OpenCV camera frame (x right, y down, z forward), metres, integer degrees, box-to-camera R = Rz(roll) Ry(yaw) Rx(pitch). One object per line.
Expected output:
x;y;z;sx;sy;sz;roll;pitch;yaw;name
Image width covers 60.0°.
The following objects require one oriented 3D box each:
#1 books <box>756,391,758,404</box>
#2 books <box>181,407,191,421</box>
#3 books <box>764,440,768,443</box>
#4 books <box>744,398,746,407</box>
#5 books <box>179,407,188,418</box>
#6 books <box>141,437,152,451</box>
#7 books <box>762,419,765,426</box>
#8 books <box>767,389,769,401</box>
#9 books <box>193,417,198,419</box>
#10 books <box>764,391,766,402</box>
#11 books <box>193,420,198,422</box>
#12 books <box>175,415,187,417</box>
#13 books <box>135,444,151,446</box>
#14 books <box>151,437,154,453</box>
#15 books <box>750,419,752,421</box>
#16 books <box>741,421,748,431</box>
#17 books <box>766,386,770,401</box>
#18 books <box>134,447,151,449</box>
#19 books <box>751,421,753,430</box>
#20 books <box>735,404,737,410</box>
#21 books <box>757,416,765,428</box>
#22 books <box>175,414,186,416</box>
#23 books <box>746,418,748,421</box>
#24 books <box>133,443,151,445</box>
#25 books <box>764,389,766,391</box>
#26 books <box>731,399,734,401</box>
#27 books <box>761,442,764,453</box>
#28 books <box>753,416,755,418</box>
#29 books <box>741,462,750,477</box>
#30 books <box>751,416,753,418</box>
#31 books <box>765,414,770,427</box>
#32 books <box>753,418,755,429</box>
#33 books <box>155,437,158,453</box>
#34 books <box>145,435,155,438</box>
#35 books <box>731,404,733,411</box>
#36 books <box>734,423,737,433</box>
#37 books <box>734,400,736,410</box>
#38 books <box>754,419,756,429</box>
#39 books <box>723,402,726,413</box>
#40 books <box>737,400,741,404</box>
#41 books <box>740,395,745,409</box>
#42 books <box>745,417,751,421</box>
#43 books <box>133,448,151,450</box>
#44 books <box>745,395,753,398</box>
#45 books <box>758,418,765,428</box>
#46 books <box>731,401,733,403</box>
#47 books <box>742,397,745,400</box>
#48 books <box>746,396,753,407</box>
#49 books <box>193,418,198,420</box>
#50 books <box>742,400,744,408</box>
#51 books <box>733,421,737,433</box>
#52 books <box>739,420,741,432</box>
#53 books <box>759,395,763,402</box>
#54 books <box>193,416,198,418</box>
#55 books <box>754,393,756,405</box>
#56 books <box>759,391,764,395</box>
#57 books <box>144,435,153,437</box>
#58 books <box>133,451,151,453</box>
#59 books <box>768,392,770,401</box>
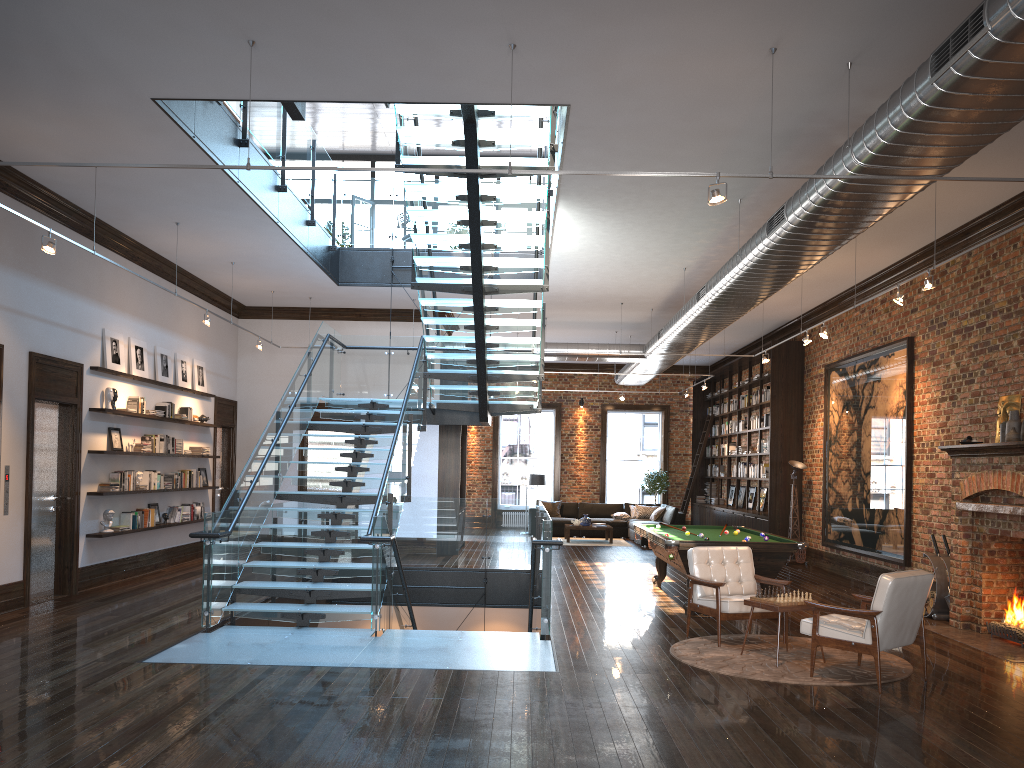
5.186;0.295;18.484;0.183;0.299;0.018;1;-1;1;books
-4.950;0.459;13.459;0.161;0.207;0.012;1;-1;1;books
5.199;1.279;18.060;0.137;0.267;0.034;1;-1;1;books
5.195;0.417;19.440;0.191;0.239;0.008;1;-1;1;books
-4.956;0.456;13.389;0.135;0.200;0.011;1;-1;1;books
-4.989;0.830;12.097;0.142;0.213;0.005;1;-1;1;books
5.192;0.830;18.328;0.182;0.218;0.051;1;-1;1;books
5.188;0.238;17.704;0.168;0.262;0.016;1;-1;1;books
-4.955;0.525;13.703;0.159;0.011;0.184;1;-6;1;books
5.188;0.269;17.927;0.184;0.241;0.030;1;-1;1;books
-4.954;0.572;13.701;0.143;0.028;0.236;1;-5;1;books
-4.964;0.480;13.267;0.118;0.012;0.206;1;-6;6;books
-4.987;0.820;11.938;0.141;0.011;0.287;1;-6;2;books
-4.971;0.833;12.118;0.153;0.212;0.005;1;-1;1;books
5.183;0.881;19.023;0.186;0.243;0.079;1;-1;1;books
5.186;0.934;19.517;0.272;0.240;0.083;1;-1;1;books
5.186;0.208;17.755;0.180;0.331;0.016;1;-1;1;books
-4.986;0.863;11.938;0.142;0.011;0.257;1;-6;-2;books
5.186;0.883;18.862;0.181;0.207;0.030;1;-1;1;books
5.224;0.533;20.389;0.166;0.194;0.030;1;-1;1;books
5.182;0.803;18.436;0.183;0.285;0.034;1;-1;1;books
-4.966;0.465;13.282;0.116;0.021;0.193;2;-5;-4;books
5.228;0.907;19.565;0.133;0.299;0.012;1;-1;1;books
-4.980;0.809;11.938;0.141;0.011;0.289;1;-6;-4;books
5.202;0.253;18.029;0.150;0.294;0.032;1;-1;1;books
5.239;0.521;20.894;0.166;0.315;0.016;1;-1;1;books
5.169;1.305;18.094;0.184;0.221;0.033;1;-1;1;books
5.197;0.831;18.826;0.152;0.306;0.016;1;-1;1;books
5.197;1.908;19.726;0.183;0.335;0.015;1;-1;1;books
5.211;0.847;19.082;0.143;0.323;0.116;1;-1;1;books
5.139;0.730;17.589;0.245;0.265;0.038;1;-1;1;books
5.196;0.848;18.812;0.166;0.268;0.011;1;-1;1;books
-4.959;0.841;12.219;0.166;0.215;0.013;1;-1;1;books
-4.980;0.823;12.177;0.138;0.243;0.005;1;-1;1;books
5.210;0.560;20.700;0.187;0.200;0.030;1;-1;1;books
5.202;1.013;20.407;0.191;0.249;0.024;1;-1;1;books
5.219;0.509;20.446;0.185;0.253;0.030;1;-1;1;books
5.193;0.855;18.740;0.160;0.241;0.031;1;-1;1;books
5.231;0.596;21.571;0.163;0.297;0.029;1;-1;1;books
5.225;0.495;20.270;0.143;0.250;0.078;1;-1;1;books
5.212;0.415;19.862;0.186;0.328;0.069;1;-1;1;books
5.211;0.890;19.578;0.155;0.334;0.014;1;-1;1;books
-4.986;0.874;11.938;0.142;0.011;0.257;1;-6;3;books
5.214;0.391;19.466;0.181;0.298;0.009;1;-1;1;books
5.183;0.824;18.357;0.171;0.237;0.058;1;-1;1;books
5.220;0.533;20.763;0.192;0.266;0.016;1;-1;1;books
5.204;0.429;19.717;0.180;0.270;0.011;1;-1;1;books
5.204;0.398;19.317;0.190;0.254;0.062;1;-1;1;books
-4.950;0.544;13.696;0.154;0.028;0.192;2;-5;-4;books
5.196;0.460;19.683;0.193;0.202;0.027;1;-1;1;books
5.216;1.003;20.578;0.175;0.302;0.067;1;-1;1;books
5.197;0.953;19.970;0.190;0.284;0.013;1;-1;1;books
5.195;0.322;18.282;0.188;0.208;0.052;1;-1;1;books
-4.955;0.504;13.691;0.143;0.027;0.220;1;-5;6;books
5.189;0.330;18.635;0.185;0.258;0.032;1;-1;1;books
5.192;0.291;18.337;0.180;0.278;0.009;1;-1;1;books
-4.990;0.825;12.164;0.132;0.235;0.009;1;-1;1;books
-4.989;0.916;11.937;0.141;0.011;0.287;1;-6;2;books
5.183;0.261;17.633;0.190;0.202;0.027;1;-1;1;books
